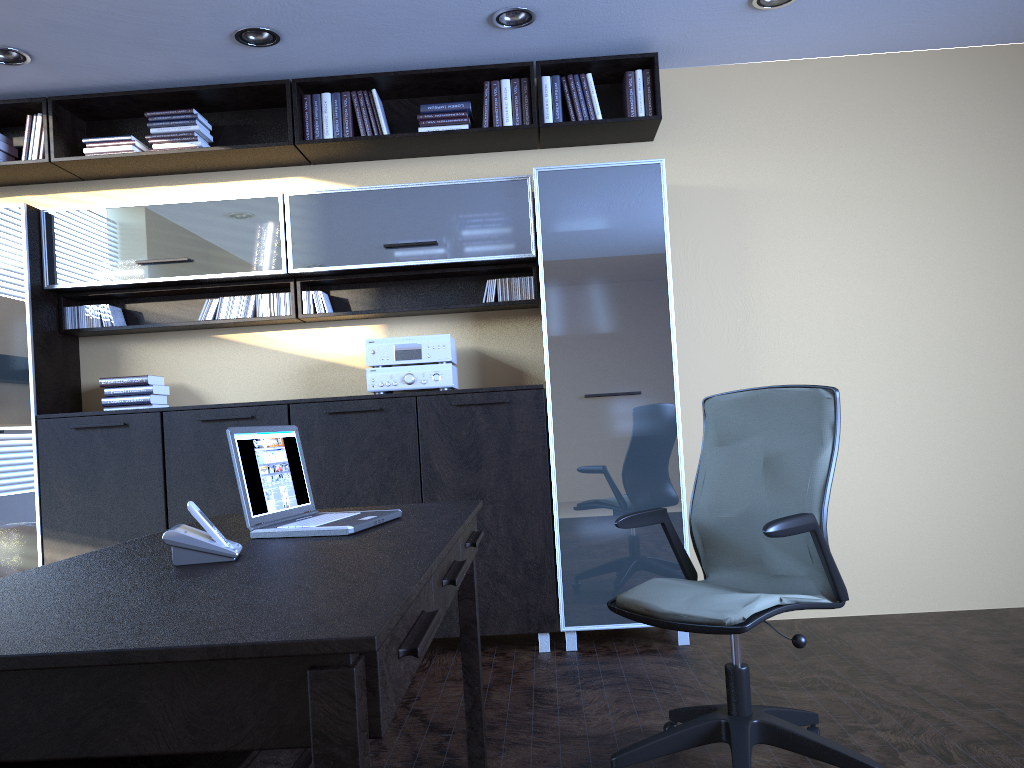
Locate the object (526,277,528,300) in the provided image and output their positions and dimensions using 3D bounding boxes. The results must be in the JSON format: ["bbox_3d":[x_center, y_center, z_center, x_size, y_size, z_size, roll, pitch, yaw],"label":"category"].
[{"bbox_3d":[0.081,-0.499,4.724,0.006,0.118,0.140,-3,-2,2],"label":"object"}]

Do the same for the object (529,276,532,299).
[{"bbox_3d":[0.101,-0.501,4.716,0.009,0.120,0.142,-3,-2,2],"label":"object"}]

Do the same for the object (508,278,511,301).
[{"bbox_3d":[-0.009,-0.494,4.725,0.009,0.120,0.142,-3,-2,2],"label":"object"}]

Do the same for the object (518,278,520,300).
[{"bbox_3d":[0.041,-0.497,4.721,0.006,0.118,0.140,-3,-2,2],"label":"object"}]

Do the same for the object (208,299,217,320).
[{"bbox_3d":[-1.590,-0.394,4.787,0.055,0.110,0.140,-3,-2,2],"label":"object"}]

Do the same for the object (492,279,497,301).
[{"bbox_3d":[-0.090,-0.488,4.735,0.030,0.120,0.142,-3,-2,2],"label":"object"}]

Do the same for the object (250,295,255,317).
[{"bbox_3d":[-1.377,-0.410,4.776,0.036,0.116,0.140,-3,-2,2],"label":"object"}]

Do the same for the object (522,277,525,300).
[{"bbox_3d":[0.062,-0.497,4.732,0.009,0.120,0.142,-3,-2,2],"label":"object"}]

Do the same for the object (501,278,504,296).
[{"bbox_3d":[-0.048,-0.491,4.737,0.009,0.124,0.142,-3,-2,2],"label":"object"}]

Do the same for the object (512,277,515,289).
[{"bbox_3d":[0.012,-0.495,4.723,0.009,0.124,0.142,-3,-2,2],"label":"object"}]

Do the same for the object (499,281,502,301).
[{"bbox_3d":[-0.059,-0.490,4.734,0.009,0.120,0.142,-3,-2,2],"label":"object"}]

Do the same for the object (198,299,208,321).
[{"bbox_3d":[-1.641,-0.391,4.783,0.059,0.112,0.142,-3,-2,2],"label":"object"}]

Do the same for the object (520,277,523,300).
[{"bbox_3d":[0.051,-0.497,4.722,0.009,0.120,0.142,-3,-2,2],"label":"object"}]

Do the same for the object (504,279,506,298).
[{"bbox_3d":[-0.039,-0.492,4.723,0.009,0.124,0.142,-3,-2,2],"label":"object"}]

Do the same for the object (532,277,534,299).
[{"bbox_3d":[0.111,-0.501,4.715,0.006,0.118,0.140,-3,-2,2],"label":"object"}]

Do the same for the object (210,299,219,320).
[{"bbox_3d":[-1.580,-0.394,4.784,0.055,0.110,0.140,-3,-2,2],"label":"object"}]

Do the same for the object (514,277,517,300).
[{"bbox_3d":[0.021,-0.496,4.720,0.009,0.120,0.142,-3,-2,2],"label":"object"}]

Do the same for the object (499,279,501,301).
[{"bbox_3d":[-0.060,-0.490,4.727,0.006,0.118,0.140,-3,-2,2],"label":"object"}]

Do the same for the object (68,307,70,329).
[{"bbox_3d":[-2.368,-0.350,4.812,0.006,0.118,0.140,-3,-2,2],"label":"object"}]

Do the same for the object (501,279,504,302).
[{"bbox_3d":[-0.049,-0.491,4.730,0.009,0.120,0.142,-3,-2,2],"label":"object"}]

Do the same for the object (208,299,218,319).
[{"bbox_3d":[-1.590,-0.394,4.789,0.059,0.112,0.142,-3,-2,2],"label":"object"}]

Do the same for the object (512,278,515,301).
[{"bbox_3d":[0.011,-0.495,4.724,0.009,0.120,0.142,-3,-2,2],"label":"object"}]

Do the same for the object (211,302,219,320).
[{"bbox_3d":[-1.580,-0.394,4.792,0.059,0.112,0.142,-3,-2,2],"label":"object"}]

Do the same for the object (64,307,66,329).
[{"bbox_3d":[-2.388,-0.348,4.813,0.009,0.120,0.142,-3,-2,2],"label":"object"}]

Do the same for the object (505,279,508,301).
[{"bbox_3d":[-0.029,-0.492,4.734,0.009,0.120,0.142,-3,-2,2],"label":"object"}]

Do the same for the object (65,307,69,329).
[{"bbox_3d":[-2.378,-0.349,4.810,0.009,0.120,0.142,-3,-2,2],"label":"object"}]

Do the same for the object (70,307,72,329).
[{"bbox_3d":[-2.358,-0.350,4.812,0.006,0.118,0.140,-3,-2,2],"label":"object"}]

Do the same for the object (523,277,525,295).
[{"bbox_3d":[0.062,-0.498,4.721,0.009,0.124,0.142,-3,-2,2],"label":"object"}]

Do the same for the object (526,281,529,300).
[{"bbox_3d":[0.082,-0.499,4.726,0.009,0.120,0.142,-3,-2,2],"label":"object"}]

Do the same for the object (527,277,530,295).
[{"bbox_3d":[0.091,-0.500,4.723,0.009,0.120,0.142,-3,-2,2],"label":"object"}]

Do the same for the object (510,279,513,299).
[{"bbox_3d":[0.002,-0.493,4.743,0.009,0.120,0.142,-3,-2,2],"label":"object"}]

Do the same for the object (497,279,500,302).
[{"bbox_3d":[-0.069,-0.490,4.733,0.009,0.120,0.142,-3,-2,2],"label":"object"}]

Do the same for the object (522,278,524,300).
[{"bbox_3d":[0.061,-0.498,4.728,0.006,0.118,0.140,-3,-2,2],"label":"object"}]

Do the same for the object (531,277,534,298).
[{"bbox_3d":[0.112,-0.501,4.720,0.009,0.120,0.142,-3,-2,2],"label":"object"}]

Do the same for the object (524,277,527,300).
[{"bbox_3d":[0.071,-0.499,4.719,0.009,0.120,0.142,-3,-2,2],"label":"object"}]

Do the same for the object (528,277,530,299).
[{"bbox_3d":[0.091,-0.500,4.716,0.006,0.118,0.140,-3,-2,2],"label":"object"}]

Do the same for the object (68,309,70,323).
[{"bbox_3d":[-2.368,-0.350,4.816,0.009,0.120,0.142,-3,-2,2],"label":"object"}]

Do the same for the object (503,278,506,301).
[{"bbox_3d":[-0.039,-0.492,4.720,0.009,0.120,0.142,-3,-2,2],"label":"object"}]

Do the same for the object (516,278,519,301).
[{"bbox_3d":[0.031,-0.496,4.732,0.009,0.120,0.142,-3,-2,2],"label":"object"}]

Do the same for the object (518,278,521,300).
[{"bbox_3d":[0.041,-0.496,4.730,0.009,0.120,0.142,-3,-2,2],"label":"object"}]

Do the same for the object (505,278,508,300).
[{"bbox_3d":[-0.028,-0.492,4.730,0.009,0.124,0.142,-3,-2,2],"label":"object"}]

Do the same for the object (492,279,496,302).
[{"bbox_3d":[-0.091,-0.488,4.727,0.026,0.117,0.140,-3,-2,2],"label":"object"}]

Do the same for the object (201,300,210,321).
[{"bbox_3d":[-1.630,-0.391,4.793,0.059,0.112,0.142,-3,-2,2],"label":"object"}]

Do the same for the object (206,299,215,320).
[{"bbox_3d":[-1.600,-0.393,4.784,0.055,0.110,0.140,-3,-2,2],"label":"object"}]

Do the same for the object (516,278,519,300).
[{"bbox_3d":[0.031,-0.496,4.729,0.006,0.118,0.140,-3,-2,2],"label":"object"}]

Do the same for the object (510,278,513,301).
[{"bbox_3d":[0.001,-0.494,4.735,0.006,0.118,0.140,-3,-2,2],"label":"object"}]

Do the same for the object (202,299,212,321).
[{"bbox_3d":[-1.620,-0.392,4.788,0.059,0.112,0.142,-3,-2,2],"label":"object"}]

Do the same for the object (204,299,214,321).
[{"bbox_3d":[-1.610,-0.393,4.787,0.059,0.112,0.142,-3,-2,2],"label":"object"}]

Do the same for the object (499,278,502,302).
[{"bbox_3d":[-0.059,-0.491,4.721,0.009,0.124,0.142,-3,-2,2],"label":"object"}]

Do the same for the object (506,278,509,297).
[{"bbox_3d":[-0.019,-0.493,4.728,0.009,0.120,0.142,-3,-2,2],"label":"object"}]

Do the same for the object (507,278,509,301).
[{"bbox_3d":[-0.020,-0.493,4.716,0.006,0.118,0.140,-3,-2,2],"label":"object"}]
